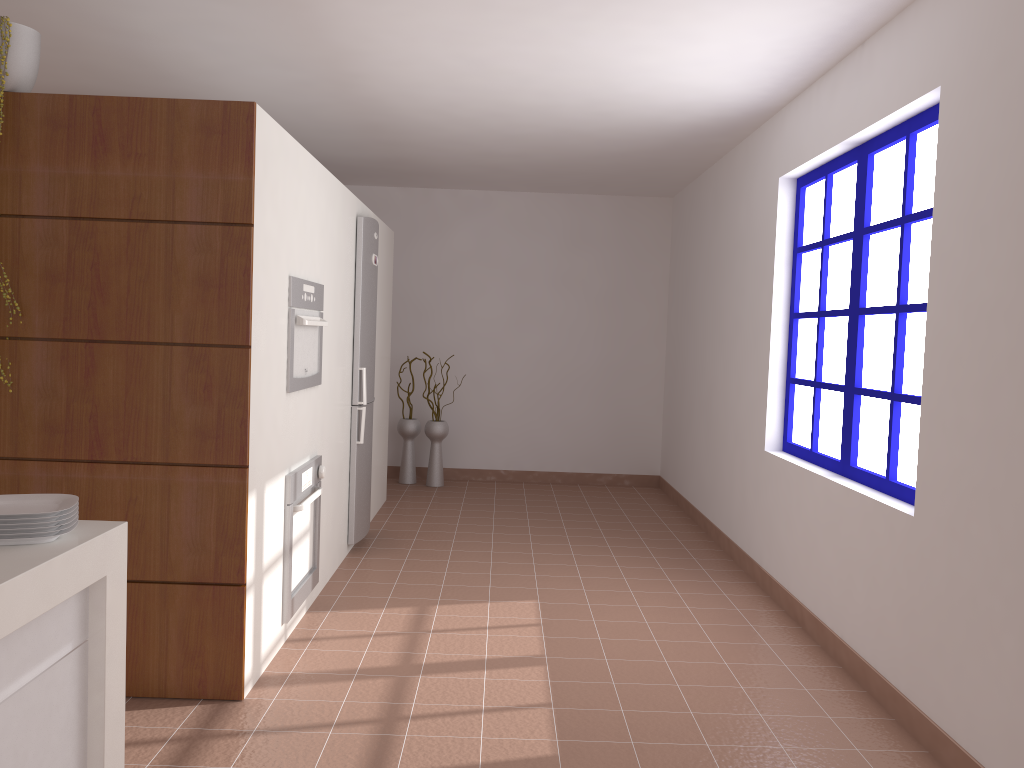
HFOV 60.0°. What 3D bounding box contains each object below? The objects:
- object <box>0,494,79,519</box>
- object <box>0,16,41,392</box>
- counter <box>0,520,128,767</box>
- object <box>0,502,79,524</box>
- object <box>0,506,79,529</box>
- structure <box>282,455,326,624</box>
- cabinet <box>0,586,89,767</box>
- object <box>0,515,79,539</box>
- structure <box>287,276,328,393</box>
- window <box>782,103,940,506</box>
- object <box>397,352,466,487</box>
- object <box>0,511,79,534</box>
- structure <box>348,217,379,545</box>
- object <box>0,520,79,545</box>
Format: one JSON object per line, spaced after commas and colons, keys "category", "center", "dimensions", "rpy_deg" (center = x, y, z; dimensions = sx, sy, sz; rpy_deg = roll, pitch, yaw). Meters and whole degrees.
{"category": "object", "center": [-1.060, 0.267, 1.906], "dimensions": [0.228, 0.020, 0.228], "rpy_deg": [1, 3, -19]}
{"category": "object", "center": [-1.732, -0.518, 2.937], "dimensions": [0.297, 1.344, 0.279], "rpy_deg": [-1, 4, -41]}
{"category": "counter", "center": [-1.321, 0.768, 1.034], "dimensions": [0.821, 0.800, 2.156], "rpy_deg": [2, 3, -1]}
{"category": "object", "center": [-1.060, 0.277, 1.907], "dimensions": [0.228, 0.020, 0.228], "rpy_deg": [1, 3, -19]}
{"category": "object", "center": [-1.061, 0.287, 1.907], "dimensions": [0.228, 0.020, 0.228], "rpy_deg": [1, 3, -19]}
{"category": "structure", "center": [-0.882, 0.639, 3.798], "dimensions": [0.058, 0.592, 0.596], "rpy_deg": [2, 3, 0]}
{"category": "cabinet", "center": [-1.318, 0.821, 0.980], "dimensions": [0.737, 0.700, 2.048], "rpy_deg": [2, 3, -1]}
{"category": "object", "center": [-1.062, 0.308, 1.908], "dimensions": [0.228, 0.020, 0.228], "rpy_deg": [1, 3, -19]}
{"category": "structure", "center": [-0.845, -0.207, 3.749], "dimensions": [0.056, 0.454, 0.614], "rpy_deg": [2, 3, -1]}
{"category": "window", "center": [1.485, -0.310, 3.817], "dimensions": [0.035, 1.430, 1.699], "rpy_deg": [2, 3, -1]}
{"category": "object", "center": [-0.654, 0.290, 7.330], "dimensions": [0.655, 1.112, 0.284], "rpy_deg": [3, 3, 19]}
{"category": "object", "center": [-1.061, 0.298, 1.908], "dimensions": [0.228, 0.020, 0.228], "rpy_deg": [1, 3, -19]}
{"category": "structure", "center": [-0.858, -0.033, 5.243], "dimensions": [0.089, 1.862, 0.604], "rpy_deg": [2, 3, -1]}
{"category": "object", "center": [-1.062, 0.318, 1.909], "dimensions": [0.228, 0.020, 0.228], "rpy_deg": [1, 3, -19]}
